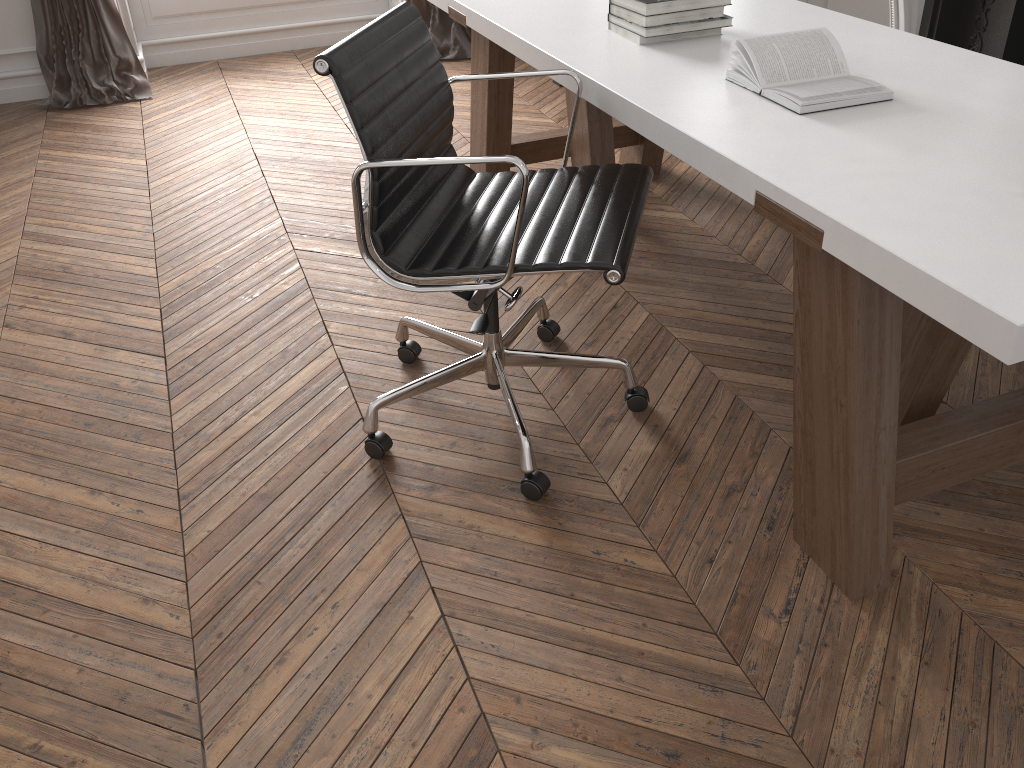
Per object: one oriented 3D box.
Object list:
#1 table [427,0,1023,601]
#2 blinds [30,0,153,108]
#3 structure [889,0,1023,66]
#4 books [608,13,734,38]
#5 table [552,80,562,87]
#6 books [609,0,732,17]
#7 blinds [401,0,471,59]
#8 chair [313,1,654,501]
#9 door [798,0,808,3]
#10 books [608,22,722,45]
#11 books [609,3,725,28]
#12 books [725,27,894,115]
[{"bbox_3d":[0.566,-0.566,2.447,0.905,0.723,2.704,-13,35,-16],"label":"table"},{"bbox_3d":[-2.218,-2.754,3.805,0.582,2.993,0.320,-11,33,-13],"label":"blinds"},{"bbox_3d":[1.844,-1.139,2.919,0.813,1.143,1.655,-13,35,-17],"label":"structure"},{"bbox_3d":[0.418,-0.968,2.347,0.260,0.022,0.218,-14,36,-17],"label":"books"},{"bbox_3d":[0.570,-1.942,4.484,0.771,0.723,0.792,-14,35,-17],"label":"table"},{"bbox_3d":[0.415,-1.014,2.320,0.260,0.031,0.197,-15,36,-18],"label":"books"},{"bbox_3d":[-0.405,-3.196,4.352,0.784,2.992,0.352,-17,35,-22],"label":"blinds"},{"bbox_3d":[-0.010,-0.321,1.971,0.667,0.891,0.719,1,33,5],"label":"chair"},{"bbox_3d":[0.896,-2.983,4.311,0.087,2.639,1.600,-23,38,-29],"label":"door"},{"bbox_3d":[0.408,-0.952,2.363,0.243,0.022,0.197,-13,35,-15],"label":"books"},{"bbox_3d":[0.407,-0.988,2.334,0.241,0.027,0.196,-15,36,-18],"label":"books"},{"bbox_3d":[0.627,-0.672,1.871,0.227,0.092,0.288,-13,35,-15],"label":"books"}]
